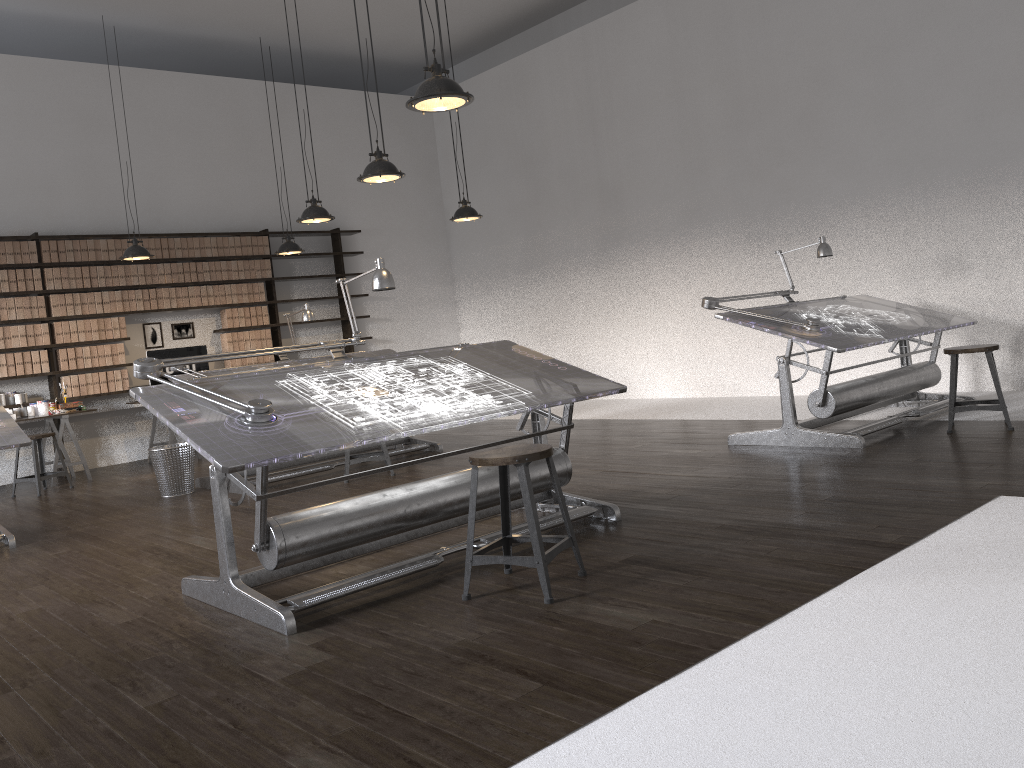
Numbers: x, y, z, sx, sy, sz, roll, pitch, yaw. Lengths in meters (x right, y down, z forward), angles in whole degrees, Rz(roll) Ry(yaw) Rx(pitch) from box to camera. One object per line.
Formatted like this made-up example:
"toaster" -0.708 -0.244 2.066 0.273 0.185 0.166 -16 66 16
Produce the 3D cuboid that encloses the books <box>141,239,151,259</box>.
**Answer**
"books" -3.995 -1.453 9.603 0.067 0.225 0.174 -7 2 -41

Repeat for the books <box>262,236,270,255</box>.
"books" -2.957 -1.633 10.523 0.067 0.225 0.174 -7 2 -41

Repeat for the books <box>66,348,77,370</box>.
"books" -4.517 -0.250 9.046 0.067 0.225 0.174 -7 2 -41

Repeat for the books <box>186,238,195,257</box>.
"books" -3.632 -1.516 9.931 0.067 0.225 0.174 -7 2 -41

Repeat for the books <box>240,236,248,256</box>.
"books" -3.162 -1.597 10.337 0.067 0.225 0.174 -7 2 -41

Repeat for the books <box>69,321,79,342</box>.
"books" -4.512 -0.530 9.075 0.067 0.225 0.174 -7 2 -41

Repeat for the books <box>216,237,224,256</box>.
"books" -3.378 -1.560 10.154 0.067 0.225 0.174 -7 2 -41

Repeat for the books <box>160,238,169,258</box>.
"books" -3.844 -1.479 9.738 0.067 0.225 0.174 -7 2 -41

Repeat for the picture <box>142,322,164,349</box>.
"picture" -3.962 -0.534 9.776 0.202 0.284 0.022 -8 2 -42

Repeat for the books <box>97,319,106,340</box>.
"books" -4.314 -0.564 9.256 0.067 0.225 0.174 -7 2 -41

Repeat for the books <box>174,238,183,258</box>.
"books" -3.736 -1.498 9.835 0.067 0.225 0.174 -7 2 -41

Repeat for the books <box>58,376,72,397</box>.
"books" -4.540 0.034 9.003 0.067 0.225 0.174 -7 2 -41

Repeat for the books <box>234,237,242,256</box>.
"books" -3.216 -1.588 10.290 0.067 0.225 0.174 -7 2 -41

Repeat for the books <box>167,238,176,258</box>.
"books" -3.792 -1.488 9.792 0.067 0.225 0.174 -7 2 -41

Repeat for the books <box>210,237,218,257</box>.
"books" -3.428 -1.551 10.105 0.067 0.225 0.174 -7 2 -41

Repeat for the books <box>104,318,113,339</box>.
"books" -4.261 -0.573 9.303 0.067 0.225 0.174 -7 2 -41

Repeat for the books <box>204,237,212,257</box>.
"books" -3.483 -1.542 10.059 0.067 0.225 0.174 -7 2 -41

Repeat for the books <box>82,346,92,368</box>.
"books" -4.408 -0.269 9.143 0.067 0.225 0.174 -7 2 -41

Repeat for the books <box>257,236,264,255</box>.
"books" -3.012 -1.624 10.480 0.067 0.225 0.174 -7 2 -41

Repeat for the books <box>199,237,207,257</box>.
"books" -3.531 -1.533 10.019 0.067 0.225 0.174 -7 2 -41

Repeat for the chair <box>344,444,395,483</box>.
"chair" -1.099 0.436 6.606 0.372 0.527 0.358 -7 2 -13

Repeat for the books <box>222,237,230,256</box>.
"books" -3.327 -1.569 10.202 0.067 0.225 0.174 -7 2 -41

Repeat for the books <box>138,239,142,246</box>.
"books" -4.049 -1.443 9.556 0.067 0.225 0.174 -7 2 -41

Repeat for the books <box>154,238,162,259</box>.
"books" -3.903 -1.469 9.693 0.067 0.225 0.174 -7 2 -41

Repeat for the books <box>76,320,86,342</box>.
"books" -4.459 -0.539 9.124 0.067 0.225 0.174 -7 2 -41

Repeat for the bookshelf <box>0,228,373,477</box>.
"bookshelf" -5.295 0.179 8.450 9.211 3.204 0.372 -10 2 -41

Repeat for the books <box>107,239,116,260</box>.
"books" -4.261 -1.407 9.371 0.067 0.225 0.174 -7 2 -41

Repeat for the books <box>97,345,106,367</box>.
"books" -4.305 -0.287 9.239 0.067 0.225 0.174 -7 2 -41

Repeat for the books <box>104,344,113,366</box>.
"books" -4.251 -0.296 9.279 0.067 0.225 0.174 -7 2 -41

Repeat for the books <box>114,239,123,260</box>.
"books" -4.211 -1.416 9.420 0.067 0.225 0.174 -7 2 -41

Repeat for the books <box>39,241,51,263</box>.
"books" -4.736 -1.325 8.959 0.067 0.225 0.174 -7 2 -41

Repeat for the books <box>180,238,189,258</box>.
"books" -3.686 -1.507 9.885 0.067 0.225 0.174 -7 2 -41

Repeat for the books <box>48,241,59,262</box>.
"books" -4.677 -1.335 9.004 0.067 0.225 0.174 -7 2 -41

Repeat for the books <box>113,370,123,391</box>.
"books" -4.171 -0.030 9.327 0.067 0.225 0.174 -7 2 -41

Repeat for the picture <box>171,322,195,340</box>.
"picture" -3.714 -0.597 9.995 0.252 0.183 0.023 -9 2 -41

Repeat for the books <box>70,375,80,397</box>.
"books" -4.484 0.025 9.048 0.067 0.225 0.174 -7 2 -41

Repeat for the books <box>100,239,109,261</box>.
"books" -4.316 -1.397 9.325 0.067 0.225 0.174 -7 2 -41

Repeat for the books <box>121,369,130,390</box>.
"books" -4.121 -0.039 9.377 0.067 0.225 0.174 -7 2 -41

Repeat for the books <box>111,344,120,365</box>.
"books" -4.204 -0.305 9.326 0.067 0.225 0.174 -7 2 -41

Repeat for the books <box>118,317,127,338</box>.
"books" -4.156 -0.592 9.396 0.067 0.225 0.174 -7 2 -41

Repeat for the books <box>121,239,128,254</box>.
"books" -4.160 -1.425 9.468 0.067 0.225 0.174 -7 2 -41

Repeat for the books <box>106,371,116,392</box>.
"books" -4.227 -0.020 9.284 0.067 0.225 0.174 -7 2 -41

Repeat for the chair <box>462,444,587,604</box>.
"chair" 0.026 0.514 3.343 0.371 0.527 0.359 -6 2 27

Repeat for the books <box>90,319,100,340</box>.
"books" -4.361 -0.556 9.207 0.067 0.225 0.174 -7 2 -41

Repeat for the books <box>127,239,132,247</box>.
"books" -4.105 -1.434 9.511 0.067 0.225 0.174 -7 2 -41

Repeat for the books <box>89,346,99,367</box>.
"books" -4.358 -0.278 9.192 0.067 0.225 0.174 -7 2 -41

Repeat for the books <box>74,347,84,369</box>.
"books" -4.464 -0.260 9.099 0.067 0.225 0.174 -7 2 -41

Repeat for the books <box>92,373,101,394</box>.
"books" -4.338 -0.001 9.185 0.067 0.225 0.174 -7 2 -41

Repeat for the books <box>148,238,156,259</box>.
"books" -3.951 -1.461 9.648 0.067 0.225 0.174 -7 2 -41

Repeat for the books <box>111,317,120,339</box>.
"books" -4.206 -0.583 9.346 0.067 0.225 0.174 -7 2 -41

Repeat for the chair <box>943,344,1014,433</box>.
"chair" 2.948 0.026 5.636 0.371 0.527 0.359 -6 2 27

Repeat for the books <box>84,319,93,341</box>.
"books" -4.413 -0.547 9.167 0.067 0.225 0.174 -7 2 -41

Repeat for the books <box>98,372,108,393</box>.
"books" -4.279 -0.011 9.230 0.067 0.225 0.174 -7 2 -41

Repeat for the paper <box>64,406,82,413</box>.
"paper" -4.285 0.248 8.643 0.155 0.038 0.137 -8 4 -26

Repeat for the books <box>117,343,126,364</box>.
"books" -4.156 -0.313 9.367 0.067 0.225 0.174 -7 2 -41

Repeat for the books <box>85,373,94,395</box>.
"books" -4.386 0.007 9.140 0.067 0.225 0.174 -7 2 -41

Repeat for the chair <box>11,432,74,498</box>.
"chair" -4.220 0.717 7.906 0.357 0.527 0.373 -6 2 22

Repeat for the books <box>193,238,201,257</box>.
"books" -3.578 -1.525 9.971 0.067 0.225 0.174 -7 2 -41
